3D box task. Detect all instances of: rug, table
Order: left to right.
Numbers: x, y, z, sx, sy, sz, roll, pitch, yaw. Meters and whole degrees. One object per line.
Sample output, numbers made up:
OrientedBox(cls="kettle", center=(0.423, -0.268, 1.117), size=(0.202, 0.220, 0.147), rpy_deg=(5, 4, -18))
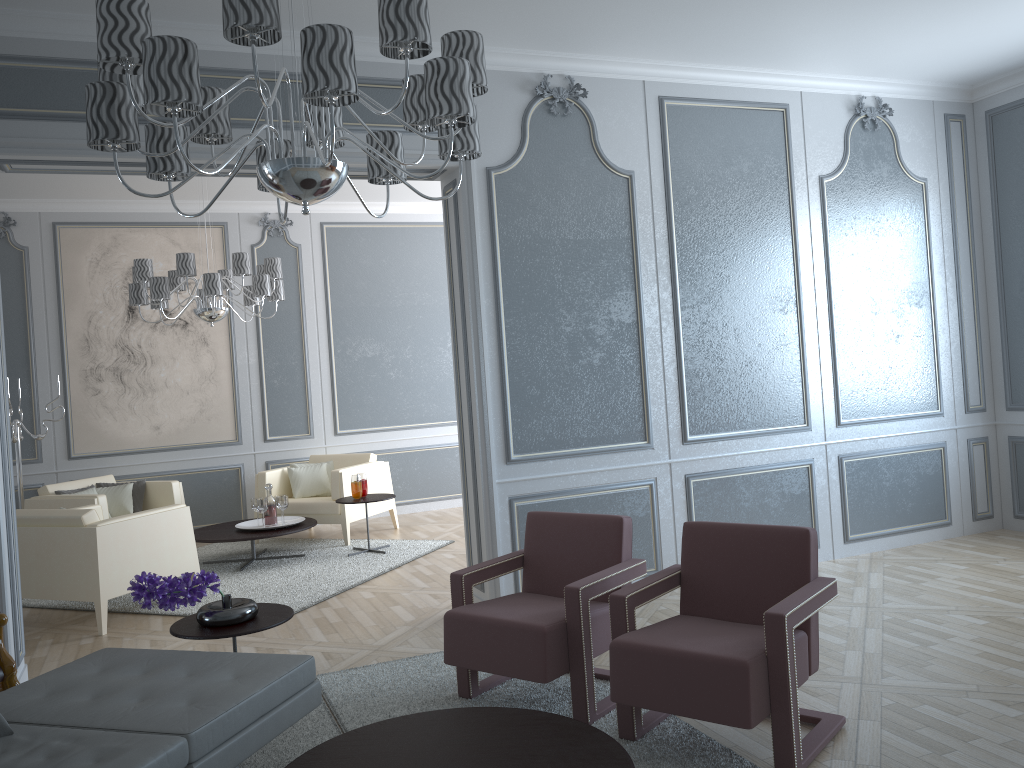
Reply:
OrientedBox(cls="table", center=(-0.959, 1.009, 3.088), size=(0.414, 0.385, 0.414), rpy_deg=(-4, 0, -35))
OrientedBox(cls="rug", center=(-1.720, 1.222, 5.816), size=(1.999, 0.010, 2.001), rpy_deg=(-4, 1, 23))
OrientedBox(cls="table", center=(-1.786, 1.108, 6.115), size=(0.883, 0.239, 0.882), rpy_deg=(-4, 1, -25))
OrientedBox(cls="table", center=(-1.001, 0.981, 6.147), size=(0.414, 0.385, 0.414), rpy_deg=(-4, 0, 25))
OrientedBox(cls="rug", center=(-0.212, 1.168, 2.110), size=(2.019, 0.010, 3.203), rpy_deg=(-4, 1, -22))
OrientedBox(cls="table", center=(-0.141, 1.048, 2.095), size=(0.882, 0.239, 0.882), rpy_deg=(-4, 1, -5))

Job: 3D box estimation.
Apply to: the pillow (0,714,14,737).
OrientedBox(cls="pillow", center=(-1.416, 0.739, 2.042), size=(0.253, 0.354, 0.422), rpy_deg=(-4, 0, 15))

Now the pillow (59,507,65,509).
OrientedBox(cls="pillow", center=(-2.476, 0.848, 4.992), size=(0.182, 0.285, 0.360), rpy_deg=(-4, 0, -16))

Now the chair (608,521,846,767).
OrientedBox(cls="chair", center=(0.641, 0.787, 2.752), size=(0.576, 0.620, 0.606), rpy_deg=(-4, 0, 38))

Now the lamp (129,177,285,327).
OrientedBox(cls="lamp", center=(-2.063, -0.941, 5.972), size=(0.977, 1.120, 0.976), rpy_deg=(-4, 0, -34))

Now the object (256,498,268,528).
OrientedBox(cls="object", center=(-1.696, 0.882, 6.032), size=(0.080, 0.196, 0.080), rpy_deg=(-4, 0, -19))

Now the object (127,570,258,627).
OrientedBox(cls="object", center=(-1.060, 0.714, 2.992), size=(0.206, 0.221, 0.425), rpy_deg=(-4, 1, 38))

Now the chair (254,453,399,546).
OrientedBox(cls="chair", center=(-1.459, 0.883, 6.921), size=(0.854, 0.621, 0.737), rpy_deg=(-4, 0, 23))

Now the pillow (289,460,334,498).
OrientedBox(cls="pillow", center=(-1.574, 0.758, 7.032), size=(0.351, 0.276, 0.184), rpy_deg=(-4, 0, -16))

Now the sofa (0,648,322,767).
OrientedBox(cls="sofa", center=(-1.307, 0.908, 1.775), size=(0.810, 0.668, 2.205), rpy_deg=(-4, 1, 18))

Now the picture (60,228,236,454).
OrientedBox(cls="picture", center=(-2.890, -0.374, 7.088), size=(1.200, 1.751, 0.001), rpy_deg=(-4, 0, -22))

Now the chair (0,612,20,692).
OrientedBox(cls="chair", center=(-2.110, 0.873, 3.007), size=(0.575, 0.828, 0.573), rpy_deg=(-4, 0, 28))

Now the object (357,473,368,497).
OrientedBox(cls="object", center=(-1.052, 0.708, 6.222), size=(0.075, 0.165, 0.075), rpy_deg=(-4, 0, 27))

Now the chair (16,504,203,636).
OrientedBox(cls="chair", center=(-2.334, 0.969, 4.976), size=(0.854, 0.621, 0.737), rpy_deg=(-4, 0, 23))

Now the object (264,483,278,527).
OrientedBox(cls="object", center=(-1.671, 0.832, 6.120), size=(0.086, 0.290, 0.086), rpy_deg=(-4, 0, -1))

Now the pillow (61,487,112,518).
OrientedBox(cls="pillow", center=(-2.981, 0.865, 6.214), size=(0.163, 0.245, 0.312), rpy_deg=(-4, 0, 12))

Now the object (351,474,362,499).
OrientedBox(cls="object", center=(-1.076, 0.710, 6.138), size=(0.075, 0.165, 0.075), rpy_deg=(-4, 0, -33))

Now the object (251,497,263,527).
OrientedBox(cls="object", center=(-1.753, 0.885, 6.112), size=(0.080, 0.196, 0.080), rpy_deg=(-4, 0, -39))

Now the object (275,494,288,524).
OrientedBox(cls="object", center=(-1.608, 0.874, 6.181), size=(0.080, 0.196, 0.080), rpy_deg=(-4, 0, -39))

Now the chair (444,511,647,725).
OrientedBox(cls="chair", center=(0.108, 0.818, 3.207), size=(0.576, 0.620, 0.606), rpy_deg=(-4, 0, 38))

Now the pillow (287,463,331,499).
OrientedBox(cls="pillow", center=(-1.584, 0.759, 6.944), size=(0.312, 0.245, 0.163), rpy_deg=(-4, 0, -28))

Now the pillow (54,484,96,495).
OrientedBox(cls="pillow", center=(-3.042, 0.869, 6.277), size=(0.184, 0.276, 0.351), rpy_deg=(-4, 0, 24))

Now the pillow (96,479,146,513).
OrientedBox(cls="pillow", center=(-2.878, 0.855, 6.498), size=(0.351, 0.276, 0.184), rpy_deg=(-4, 0, -6))

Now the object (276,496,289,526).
OrientedBox(cls="object", center=(-1.576, 0.872, 6.104), size=(0.080, 0.196, 0.080), rpy_deg=(-4, 0, -39))

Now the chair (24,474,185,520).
OrientedBox(cls="chair", center=(-2.886, 0.989, 6.341), size=(0.737, 0.621, 0.855), rpy_deg=(-4, 0, 23))

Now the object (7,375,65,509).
OrientedBox(cls="object", center=(-3.482, 0.648, 6.271), size=(0.446, 1.386, 0.446), rpy_deg=(-4, 0, 23))

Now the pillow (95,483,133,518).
OrientedBox(cls="pillow", center=(-2.903, 0.857, 6.413), size=(0.312, 0.245, 0.163), rpy_deg=(-4, 0, -18))

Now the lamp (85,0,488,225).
OrientedBox(cls="lamp", center=(-0.576, -0.994, 2.293), size=(0.977, 1.120, 0.976), rpy_deg=(-4, 0, -34))

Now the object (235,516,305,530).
OrientedBox(cls="object", center=(-1.663, 0.966, 6.108), size=(0.468, 0.028, 0.468), rpy_deg=(-4, 1, -10))
